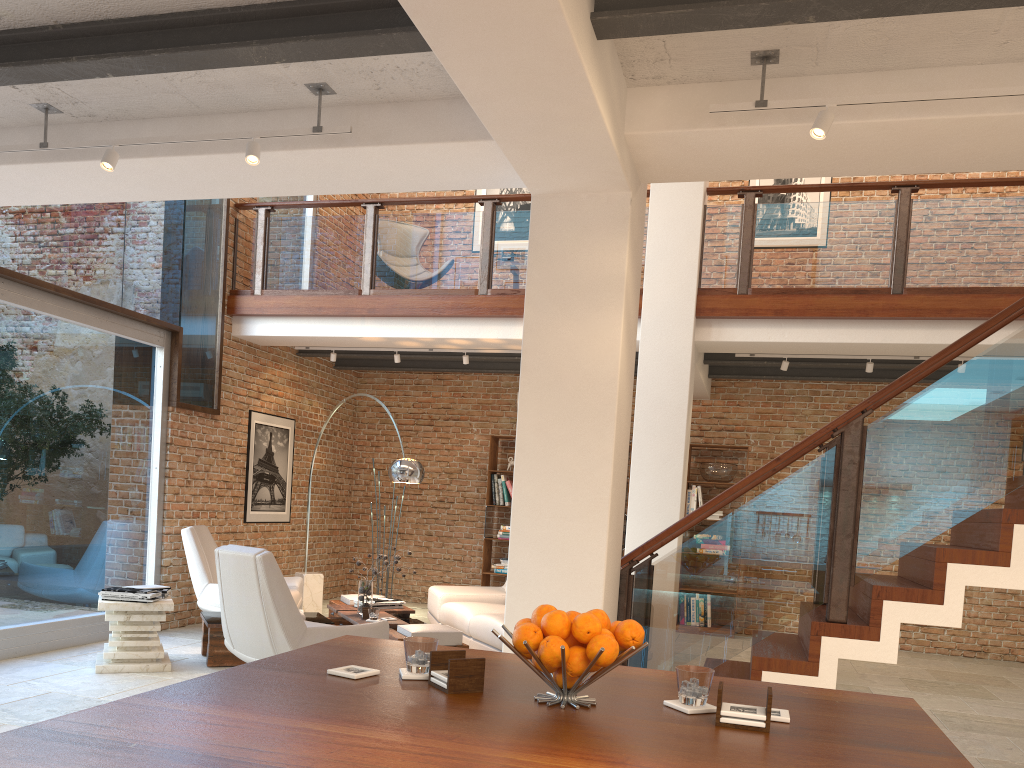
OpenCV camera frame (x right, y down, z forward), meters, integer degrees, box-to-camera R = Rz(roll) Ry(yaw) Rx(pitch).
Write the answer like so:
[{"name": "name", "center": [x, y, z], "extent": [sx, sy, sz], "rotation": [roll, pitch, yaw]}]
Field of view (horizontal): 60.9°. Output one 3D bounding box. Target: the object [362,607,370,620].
[{"name": "object", "center": [-1.143, 1.826, 6.936], "extent": [0.094, 0.082, 0.115], "rotation": [4, -4, -12]}]

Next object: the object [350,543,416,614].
[{"name": "object", "center": [-1.061, 1.603, 7.174], "extent": [0.544, 0.606, 0.316], "rotation": [4, 0, -14]}]

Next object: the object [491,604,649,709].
[{"name": "object", "center": [0.133, 0.633, 2.033], "extent": [0.367, 0.221, 0.364], "rotation": [5, -5, -19]}]

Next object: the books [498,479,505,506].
[{"name": "books", "center": [-0.105, 1.341, 10.778], "extent": [0.102, 0.333, 0.256], "rotation": [4, -1, 16]}]

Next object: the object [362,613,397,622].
[{"name": "object", "center": [-1.042, 1.848, 6.882], "extent": [0.272, 0.034, 0.250], "rotation": [5, -8, -12]}]

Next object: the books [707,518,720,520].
[{"name": "books", "center": [2.359, 1.561, 10.077], "extent": [0.170, 0.019, 0.239], "rotation": [0, -8, 24]}]

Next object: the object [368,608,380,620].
[{"name": "object", "center": [-1.078, 1.799, 6.805], "extent": [0.091, 0.084, 0.091], "rotation": [5, -3, -25]}]

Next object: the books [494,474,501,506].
[{"name": "books", "center": [-0.158, 1.311, 10.773], "extent": [0.091, 0.383, 0.245], "rotation": [4, 0, 16]}]

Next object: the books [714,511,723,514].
[{"name": "books", "center": [2.352, 1.480, 10.061], "extent": [0.132, 0.033, 0.208], "rotation": [3, -8, 6]}]

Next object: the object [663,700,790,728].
[{"name": "object", "center": [0.488, 0.744, 1.996], "extent": [0.286, 0.034, 0.207], "rotation": [2, -8, 16]}]

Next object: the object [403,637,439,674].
[{"name": "object", "center": [-0.233, 0.692, 2.220], "extent": [0.091, 0.084, 0.092], "rotation": [2, -3, 31]}]

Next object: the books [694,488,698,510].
[{"name": "books", "center": [2.139, 1.386, 10.131], "extent": [0.020, 0.358, 0.273], "rotation": [4, -1, 16]}]

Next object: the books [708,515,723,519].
[{"name": "books", "center": [2.349, 1.532, 10.064], "extent": [0.132, 0.033, 0.208], "rotation": [0, -8, 26]}]

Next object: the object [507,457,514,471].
[{"name": "object", "center": [0.074, 0.926, 10.631], "extent": [0.251, 0.282, 0.131], "rotation": [3, 1, 23]}]

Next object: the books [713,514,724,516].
[{"name": "books", "center": [2.359, 1.507, 10.065], "extent": [0.170, 0.019, 0.239], "rotation": [1, -8, 19]}]

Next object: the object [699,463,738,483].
[{"name": "object", "center": [2.374, 1.029, 10.034], "extent": [0.439, 0.218, 0.438], "rotation": [7, -7, -32]}]

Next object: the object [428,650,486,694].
[{"name": "object", "center": [-0.135, 0.697, 2.115], "extent": [0.094, 0.082, 0.114], "rotation": [5, -5, -29]}]

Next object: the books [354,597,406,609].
[{"name": "books", "center": [-1.170, 1.927, 7.664], "extent": [0.405, 0.074, 0.250], "rotation": [10, -10, -42]}]

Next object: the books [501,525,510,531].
[{"name": "books", "center": [0.055, 1.777, 10.719], "extent": [0.325, 0.055, 0.257], "rotation": [1, -8, 18]}]

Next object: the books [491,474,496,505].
[{"name": "books", "center": [-0.196, 1.309, 10.775], "extent": [0.091, 0.383, 0.245], "rotation": [4, 0, 16]}]

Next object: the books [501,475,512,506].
[{"name": "books", "center": [-0.059, 1.314, 10.732], "extent": [0.121, 0.380, 0.245], "rotation": [4, 0, 16]}]

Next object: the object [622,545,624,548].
[{"name": "object", "center": [1.166, 1.828, 10.376], "extent": [0.335, 0.232, 0.286], "rotation": [2, -4, 16]}]

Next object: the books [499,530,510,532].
[{"name": "books", "center": [0.046, 1.815, 10.725], "extent": [0.355, 0.020, 0.275], "rotation": [2, -8, 14]}]

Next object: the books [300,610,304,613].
[{"name": "books", "center": [-1.830, 1.838, 6.951], "extent": [0.328, 0.056, 0.256], "rotation": [6, -8, -14]}]

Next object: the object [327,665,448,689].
[{"name": "object", "center": [-0.249, 0.724, 2.191], "extent": [0.394, 0.034, 0.200], "rotation": [1, -8, 19]}]

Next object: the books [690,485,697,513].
[{"name": "books", "center": [2.109, 1.371, 10.128], "extent": [0.036, 0.382, 0.245], "rotation": [4, 0, 16]}]

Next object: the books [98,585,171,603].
[{"name": "books", "center": [-2.743, 1.544, 6.454], "extent": [0.389, 0.079, 0.573], "rotation": [4, -8, 0]}]

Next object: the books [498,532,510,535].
[{"name": "books", "center": [0.041, 1.841, 10.707], "extent": [0.379, 0.036, 0.246], "rotation": [2, -8, 9]}]

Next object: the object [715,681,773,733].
[{"name": "object", "center": [0.514, 0.713, 1.931], "extent": [0.114, 0.082, 0.095], "rotation": [3, -3, 16]}]

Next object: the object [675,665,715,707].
[{"name": "object", "center": [0.427, 0.711, 2.050], "extent": [0.091, 0.084, 0.092], "rotation": [3, -3, 13]}]

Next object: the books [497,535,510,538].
[{"name": "books", "center": [0.030, 1.879, 10.718], "extent": [0.379, 0.036, 0.247], "rotation": [2, -8, 11]}]

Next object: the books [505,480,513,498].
[{"name": "books", "center": [0.035, 1.350, 10.732], "extent": [0.194, 0.318, 0.256], "rotation": [4, -1, 16]}]
